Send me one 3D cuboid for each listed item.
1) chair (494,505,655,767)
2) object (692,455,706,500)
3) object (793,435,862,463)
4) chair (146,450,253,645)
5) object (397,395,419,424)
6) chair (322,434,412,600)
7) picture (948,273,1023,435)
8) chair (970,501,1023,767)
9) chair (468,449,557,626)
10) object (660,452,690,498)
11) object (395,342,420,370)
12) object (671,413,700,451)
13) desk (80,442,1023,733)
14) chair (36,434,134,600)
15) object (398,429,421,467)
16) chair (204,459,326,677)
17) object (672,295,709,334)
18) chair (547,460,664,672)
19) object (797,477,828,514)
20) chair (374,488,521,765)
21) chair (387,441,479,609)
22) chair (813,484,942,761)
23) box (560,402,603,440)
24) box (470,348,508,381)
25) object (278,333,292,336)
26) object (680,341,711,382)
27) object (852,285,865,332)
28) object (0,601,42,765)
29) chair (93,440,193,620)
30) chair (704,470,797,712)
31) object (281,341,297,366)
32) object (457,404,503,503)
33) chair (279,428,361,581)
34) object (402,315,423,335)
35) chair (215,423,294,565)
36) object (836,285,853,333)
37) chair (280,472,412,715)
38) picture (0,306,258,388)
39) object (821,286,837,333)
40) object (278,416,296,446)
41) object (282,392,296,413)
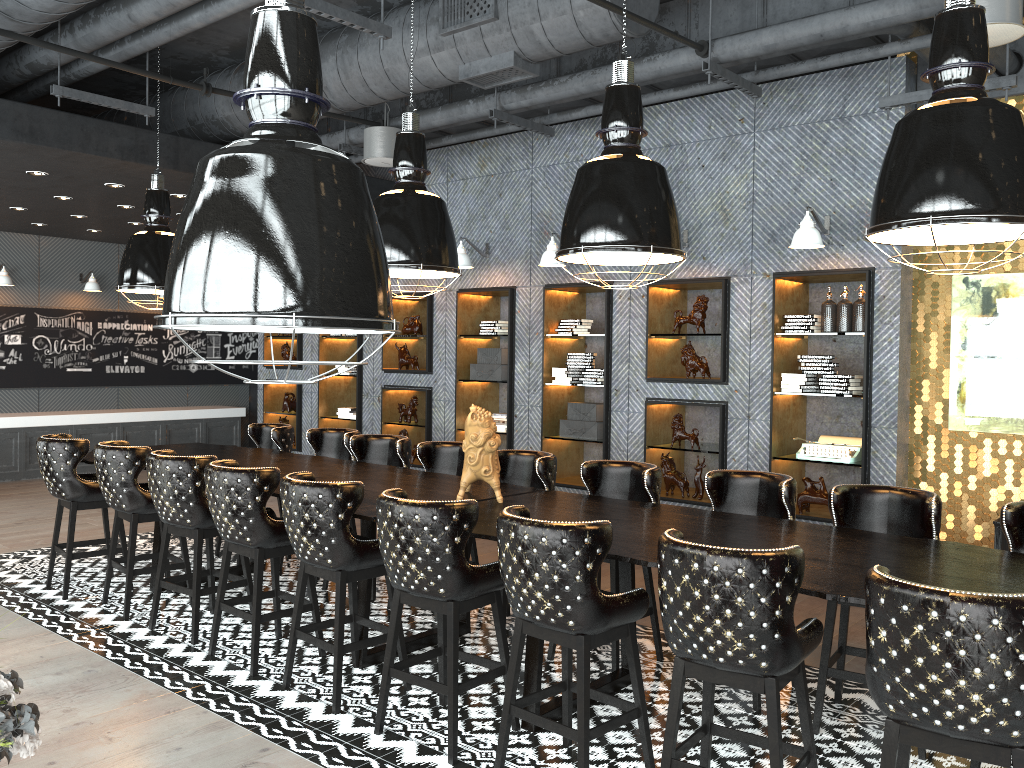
[{"bbox_3d":[0.214,1.046,3.531,0.504,1.092,0.568,2,2,44],"label":"chair"},{"bbox_3d":[1.575,0.761,7.246,0.198,0.358,0.116,0,1,-20],"label":"object"},{"bbox_3d":[2.396,0.483,6.733,0.535,0.149,0.484,2,2,39],"label":"object"},{"bbox_3d":[-1.926,0.955,5.409,0.504,1.092,0.568,2,2,37],"label":"chair"},{"bbox_3d":[-1.121,0.267,9.485,0.317,0.306,0.143,2,2,36],"label":"object"},{"bbox_3d":[-1.020,0.934,6.474,0.504,1.092,0.568,2,2,31],"label":"chair"},{"bbox_3d":[3.650,-0.191,5.661,1.574,1.073,0.022,2,2,40],"label":"picture"},{"bbox_3d":[2.265,1.071,3.681,0.568,1.092,0.504,0,2,-41],"label":"chair"},{"bbox_3d":[-0.008,0.979,5.527,0.568,1.092,0.504,0,2,-41],"label":"chair"},{"bbox_3d":[1.358,0.756,7.390,0.266,0.359,0.168,2,2,34],"label":"object"},{"bbox_3d":[-1.107,-0.288,9.440,0.154,0.309,0.324,-1,2,-45],"label":"object"},{"bbox_3d":[1.417,0.387,7.263,0.135,0.294,0.256,0,2,-42],"label":"object"},{"bbox_3d":[-0.204,1.093,4.789,7.596,0.927,1.433,2,2,40],"label":"desk"},{"bbox_3d":[-3.060,0.910,6.300,0.568,1.092,0.504,0,2,-40],"label":"chair"},{"bbox_3d":[-1.101,0.674,9.428,0.177,0.388,0.338,0,2,-42],"label":"object"},{"bbox_3d":[-1.411,0.978,4.930,0.504,1.092,0.568,2,2,43],"label":"chair"},{"bbox_3d":[1.470,-0.573,7.286,0.292,0.325,0.152,2,2,38],"label":"object"},{"bbox_3d":[0.558,1.004,5.017,0.504,1.092,0.568,2,2,42],"label":"chair"},{"bbox_3d":[2.290,0.837,6.570,0.164,0.303,0.341,-1,2,-45],"label":"object"},{"bbox_3d":[-0.325,1.025,3.957,0.504,1.092,0.568,2,2,38],"label":"chair"},{"bbox_3d":[-0.484,0.957,6.017,0.504,1.092,0.568,2,2,35],"label":"chair"},{"bbox_3d":[1.714,1.048,4.143,0.504,1.092,0.568,2,2,33],"label":"chair"},{"bbox_3d":[0.654,0.333,8.094,0.419,0.315,0.323,2,2,40],"label":"box"},{"bbox_3d":[-0.197,-0.197,8.799,0.419,0.315,0.298,2,2,40],"label":"box"},{"bbox_3d":[-2.748,-0.728,10.814,0.290,0.290,0.097,2,2,39],"label":"object"},{"bbox_3d":[1.504,-0.186,7.254,0.159,0.337,0.242,-1,2,-45],"label":"object"},{"bbox_3d":[2.509,-0.539,6.379,0.109,0.349,0.109,1,1,10],"label":"object"},{"bbox_3d":[-1.276,0.586,1.479,0.847,0.663,0.875,0,2,-19],"label":"object"},{"bbox_3d":[-2.464,0.932,5.881,0.568,1.092,0.504,0,2,-41],"label":"chair"},{"bbox_3d":[1.199,1.025,4.642,0.504,1.092,0.568,2,2,42],"label":"chair"},{"bbox_3d":[-2.713,-0.357,10.834,0.155,0.329,0.236,-1,2,-45],"label":"object"},{"bbox_3d":[-0.159,0.373,4.890,0.249,0.545,0.475,1,1,3],"label":"object"},{"bbox_3d":[-1.480,0.911,6.990,0.504,1.092,0.568,2,2,37],"label":"chair"},{"bbox_3d":[-1.063,-0.624,9.418,0.278,0.222,0.138,2,2,40],"label":"object"},{"bbox_3d":[-2.113,0.889,7.394,0.568,1.092,0.504,0,2,-41],"label":"chair"},{"bbox_3d":[2.422,-0.543,6.455,0.109,0.349,0.109,1,1,25],"label":"object"},{"bbox_3d":[-0.876,1.001,4.460,0.504,1.092,0.568,2,2,45],"label":"chair"},{"bbox_3d":[-6.161,-0.515,12.914,0.200,1.103,12.466,2,2,40],"label":"picture"},{"bbox_3d":[2.334,-0.547,6.530,0.109,0.349,0.109,1,1,-5],"label":"object"},{"bbox_3d":[-2.753,0.579,10.879,0.269,0.362,0.170,2,2,34],"label":"object"},{"bbox_3d":[-2.731,0.224,10.921,0.126,0.249,0.253,1,2,15],"label":"object"}]
